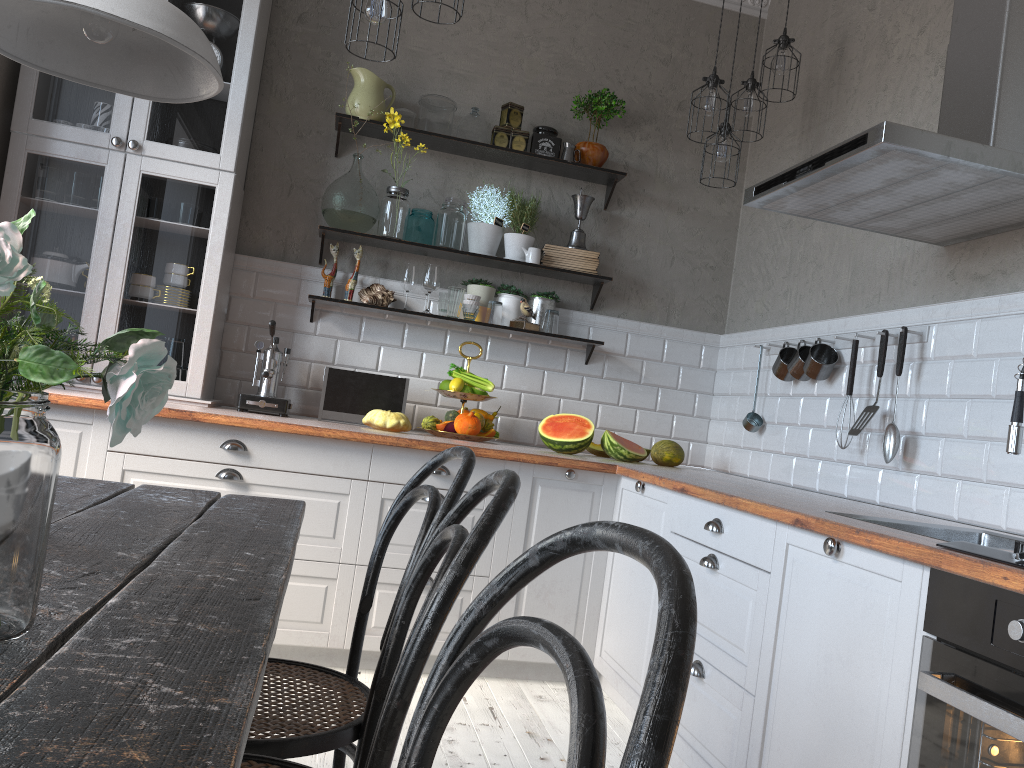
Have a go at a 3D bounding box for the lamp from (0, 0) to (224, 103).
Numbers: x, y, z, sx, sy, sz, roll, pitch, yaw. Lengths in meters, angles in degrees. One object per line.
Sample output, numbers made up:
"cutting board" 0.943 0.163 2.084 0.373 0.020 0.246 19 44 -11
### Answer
"lamp" -0.523 -1.428 1.419 0.381 1.859 0.378 8 -2 -5

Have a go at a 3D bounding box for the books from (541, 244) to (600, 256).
"books" 0.271 -0.614 4.129 0.262 0.011 0.157 8 -2 -7

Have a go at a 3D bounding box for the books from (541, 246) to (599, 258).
"books" 0.270 -0.604 4.129 0.262 0.016 0.157 8 -2 -4

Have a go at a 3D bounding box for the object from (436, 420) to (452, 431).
"object" -0.291 0.180 3.766 0.084 0.057 0.089 7 -2 20

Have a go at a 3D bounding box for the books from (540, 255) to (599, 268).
"books" 0.264 -0.561 4.127 0.262 0.011 0.157 8 -2 -7

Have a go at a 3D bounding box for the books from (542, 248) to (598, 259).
"books" 0.268 -0.593 4.128 0.261 0.016 0.157 8 -2 0

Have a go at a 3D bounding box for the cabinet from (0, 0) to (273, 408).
"cabinet" -1.506 -0.894 3.559 0.888 1.921 0.384 8 -2 -13

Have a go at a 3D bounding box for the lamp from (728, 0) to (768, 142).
"lamp" 1.100 -1.902 3.772 0.144 1.735 0.149 7 -3 30

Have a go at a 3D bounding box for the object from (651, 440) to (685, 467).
"object" 0.689 0.307 3.920 0.129 0.119 0.208 6 -3 41

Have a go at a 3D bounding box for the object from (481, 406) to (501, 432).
"object" -0.097 0.149 3.846 0.061 0.120 0.126 7 -2 12

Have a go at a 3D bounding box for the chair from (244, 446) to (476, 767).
"chair" -0.399 0.536 1.554 0.555 0.921 0.433 8 -2 -15

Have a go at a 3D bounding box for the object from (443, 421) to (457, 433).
"object" -0.280 0.191 3.785 0.071 0.076 0.225 9 -2 -30

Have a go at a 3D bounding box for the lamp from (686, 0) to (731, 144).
"lamp" 0.871 -1.813 3.472 0.145 1.735 0.148 7 -2 20

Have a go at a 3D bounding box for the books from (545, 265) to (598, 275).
"books" 0.258 -0.517 4.125 0.263 0.011 0.156 8 -2 -10

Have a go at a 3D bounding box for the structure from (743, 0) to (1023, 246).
"structure" 1.229 -1.285 2.475 0.719 1.596 0.705 8 -2 -12

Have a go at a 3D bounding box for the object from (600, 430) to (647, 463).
"object" 0.485 0.269 3.744 0.228 0.127 0.146 9 -2 -30

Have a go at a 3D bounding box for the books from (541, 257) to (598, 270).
"books" 0.263 -0.550 4.127 0.262 0.016 0.157 8 -2 -4

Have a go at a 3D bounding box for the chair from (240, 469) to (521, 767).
"chair" -0.323 0.530 1.080 0.551 0.921 0.436 8 -2 -5

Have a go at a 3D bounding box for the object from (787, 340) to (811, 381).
"object" 1.137 -0.091 3.427 0.109 0.161 0.135 8 -2 -10

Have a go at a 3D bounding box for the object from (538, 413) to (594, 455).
"object" 0.227 0.209 3.734 0.234 0.174 0.219 7 -2 9

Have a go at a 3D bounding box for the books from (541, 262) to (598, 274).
"books" 0.260 -0.529 4.126 0.262 0.011 0.157 8 -2 -7

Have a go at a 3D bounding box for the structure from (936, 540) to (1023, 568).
"structure" 1.062 0.309 1.359 0.501 0.031 0.600 8 -2 -12

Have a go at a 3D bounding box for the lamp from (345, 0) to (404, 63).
"lamp" -0.302 -1.844 2.667 0.143 1.735 0.150 6 -3 45

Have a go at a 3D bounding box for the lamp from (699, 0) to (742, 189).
"lamp" 0.954 -1.672 3.627 0.150 1.735 0.143 10 -3 -40

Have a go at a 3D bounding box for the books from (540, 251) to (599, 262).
"books" 0.267 -0.582 4.128 0.262 0.011 0.157 8 -2 -7

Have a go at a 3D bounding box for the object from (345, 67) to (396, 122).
"object" -0.622 -1.239 3.859 0.190 0.216 0.173 8 -2 1

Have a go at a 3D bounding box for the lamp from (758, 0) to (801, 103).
"lamp" 1.191 -2.024 3.622 0.150 1.735 0.143 10 -3 -40

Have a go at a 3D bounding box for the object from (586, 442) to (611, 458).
"object" 0.408 0.298 4.001 0.200 0.067 0.102 8 -2 -6

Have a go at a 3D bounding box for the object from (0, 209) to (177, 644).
"object" -0.469 0.014 0.782 0.315 0.414 0.249 8 -2 -14

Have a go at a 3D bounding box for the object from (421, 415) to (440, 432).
"object" -0.336 0.171 3.792 0.075 0.072 0.153 7 -2 18

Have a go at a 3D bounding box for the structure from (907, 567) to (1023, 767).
"structure" 1.038 0.673 1.346 0.624 0.623 0.616 8 -2 -12

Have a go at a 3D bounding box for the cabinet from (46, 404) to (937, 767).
"cabinet" 0.122 0.672 2.602 4.114 0.854 2.026 6 -2 34

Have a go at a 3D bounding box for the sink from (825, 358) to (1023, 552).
"sink" 1.088 0.243 2.024 0.533 0.720 0.481 8 -2 -12

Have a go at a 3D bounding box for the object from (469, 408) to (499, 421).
"object" -0.125 0.139 3.847 0.128 0.056 0.059 9 -2 -20

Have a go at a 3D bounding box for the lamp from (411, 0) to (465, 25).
"lamp" -0.109 -1.977 2.710 0.149 1.735 0.144 9 -3 -25

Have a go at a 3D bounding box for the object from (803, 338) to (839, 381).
"object" 1.152 -0.093 3.301 0.108 0.161 0.137 8 -2 5

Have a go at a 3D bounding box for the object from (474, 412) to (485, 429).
"object" -0.159 0.159 3.765 0.088 0.078 0.088 7 -2 14

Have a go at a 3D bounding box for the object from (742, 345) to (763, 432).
"object" 1.052 0.020 3.801 0.077 0.379 0.082 8 -2 -12

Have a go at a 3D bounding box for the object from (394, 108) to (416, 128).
"object" -0.485 -1.163 3.950 0.104 0.111 0.102 8 -2 -13

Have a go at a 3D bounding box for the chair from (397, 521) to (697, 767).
"chair" -0.215 0.526 0.561 0.555 0.921 0.433 8 -2 -15

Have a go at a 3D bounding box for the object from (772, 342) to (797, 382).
"object" 1.111 -0.090 3.551 0.108 0.161 0.136 8 -2 0

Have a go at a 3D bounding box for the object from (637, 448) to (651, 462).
"object" 0.543 0.311 3.935 0.117 0.073 0.204 6 -3 41

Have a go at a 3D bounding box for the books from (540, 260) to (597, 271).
"books" 0.261 -0.540 4.126 0.261 0.016 0.157 8 -2 0

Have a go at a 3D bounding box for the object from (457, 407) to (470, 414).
"object" -0.211 0.146 3.869 0.086 0.093 0.086 8 -2 -16

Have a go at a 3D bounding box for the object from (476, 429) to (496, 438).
"object" -0.115 0.212 3.767 0.088 0.051 0.069 6 -3 35

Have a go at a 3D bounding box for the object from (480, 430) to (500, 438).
"object" -0.154 0.201 3.882 0.213 0.044 0.055 7 -2 25

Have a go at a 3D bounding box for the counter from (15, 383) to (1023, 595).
"counter" -0.233 0.201 2.370 3.191 0.039 3.358 8 -2 -12

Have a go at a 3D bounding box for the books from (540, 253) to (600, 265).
"books" 0.266 -0.572 4.128 0.263 0.011 0.156 8 -2 -10

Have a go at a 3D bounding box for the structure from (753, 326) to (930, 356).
"structure" 1.183 -0.160 3.333 0.095 0.053 1.075 8 -2 -11

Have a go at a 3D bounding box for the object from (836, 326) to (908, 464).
"object" 1.183 0.033 2.932 0.082 0.443 0.326 8 -2 -11

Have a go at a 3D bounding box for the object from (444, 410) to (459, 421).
"object" -0.244 0.152 3.868 0.078 0.076 0.155 7 -2 15
